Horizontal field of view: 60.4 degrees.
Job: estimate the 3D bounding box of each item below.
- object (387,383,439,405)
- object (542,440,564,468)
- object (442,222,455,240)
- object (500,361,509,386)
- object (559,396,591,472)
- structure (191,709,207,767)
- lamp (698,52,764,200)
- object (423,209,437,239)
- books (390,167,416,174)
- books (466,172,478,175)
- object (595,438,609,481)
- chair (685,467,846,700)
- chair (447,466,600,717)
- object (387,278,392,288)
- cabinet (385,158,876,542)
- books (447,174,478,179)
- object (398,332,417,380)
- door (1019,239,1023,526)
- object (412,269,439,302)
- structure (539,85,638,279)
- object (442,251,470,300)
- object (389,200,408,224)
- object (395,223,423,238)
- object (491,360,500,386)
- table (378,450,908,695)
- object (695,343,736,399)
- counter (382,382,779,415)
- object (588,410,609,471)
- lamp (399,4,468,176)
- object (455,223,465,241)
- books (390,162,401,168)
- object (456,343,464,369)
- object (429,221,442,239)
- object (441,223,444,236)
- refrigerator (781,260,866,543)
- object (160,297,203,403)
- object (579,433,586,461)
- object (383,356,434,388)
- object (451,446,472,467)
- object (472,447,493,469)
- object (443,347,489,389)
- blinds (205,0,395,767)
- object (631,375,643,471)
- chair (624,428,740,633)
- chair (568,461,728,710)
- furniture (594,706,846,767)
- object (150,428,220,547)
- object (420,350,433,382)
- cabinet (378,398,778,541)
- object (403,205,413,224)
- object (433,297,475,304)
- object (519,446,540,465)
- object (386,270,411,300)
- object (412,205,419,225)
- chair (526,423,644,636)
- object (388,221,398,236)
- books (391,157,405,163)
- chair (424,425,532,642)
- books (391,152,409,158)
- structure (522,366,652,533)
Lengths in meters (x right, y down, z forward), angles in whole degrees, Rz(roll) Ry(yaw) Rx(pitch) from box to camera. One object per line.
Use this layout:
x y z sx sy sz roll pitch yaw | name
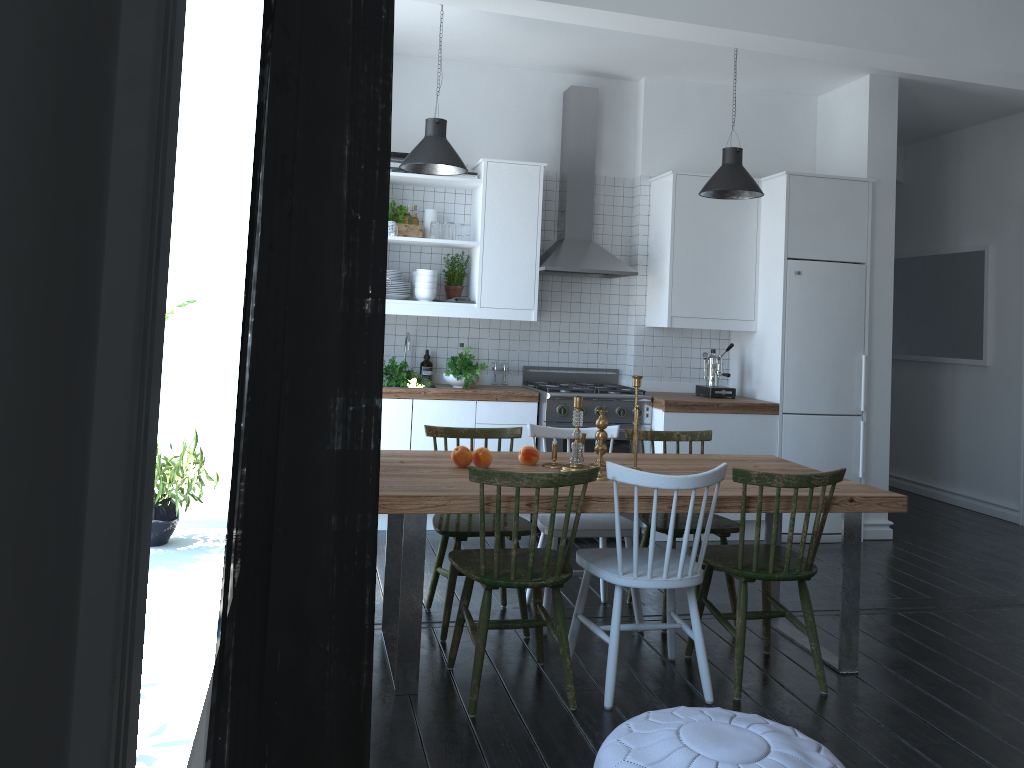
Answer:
-0.676 0.064 5.647 0.371 0.112 0.354 2 3 -13 | object
0.180 0.294 3.733 0.102 0.114 0.102 3 0 -27 | object
-0.408 -0.988 5.708 0.086 0.120 0.086 3 -1 10 | object
-0.050 -0.072 6.011 0.059 0.173 0.059 3 -2 1 | object
0.269 0.207 3.635 0.140 0.312 0.140 2 -2 29 | object
-0.580 0.791 1.415 0.073 0.629 1.066 3 2 -13 | structure
1.335 -1.604 5.306 0.385 0.944 0.384 3 -2 -4 | lamp
-0.549 -1.058 5.910 0.085 0.223 0.084 3 -2 -6 | object
-0.779 -1.384 5.801 0.351 0.044 0.260 2 4 -11 | books
-0.421 -1.397 5.888 0.340 0.016 0.275 2 4 -12 | books
0.347 0.294 3.473 0.080 0.161 0.079 2 -2 34 | object
0.959 0.707 3.391 0.467 0.831 0.485 3 -1 -14 | chair
0.016 0.679 3.156 0.467 0.831 0.485 3 -1 -14 | chair
-0.870 -0.606 5.580 0.210 0.135 0.102 3 0 -1 | object
0.428 -0.256 5.801 3.785 2.385 0.777 2 -2 -9 | cabinet
-0.419 -1.369 5.878 0.349 0.038 0.261 2 4 -14 | books
-0.671 -0.165 5.806 0.188 0.354 0.274 4 -1 -37 | object
3.965 -0.161 6.062 0.116 2.487 1.039 3 -2 -13 | door
-0.575 -0.646 5.772 0.149 0.217 0.309 3 2 -15 | object
0.489 -1.396 5.991 0.632 1.311 0.527 3 -2 -13 | structure
-0.379 -0.721 5.937 0.165 0.368 0.170 2 -2 24 | object
-0.867 -1.095 5.817 0.346 0.255 0.163 2 -1 -23 | object
-0.798 -1.006 5.828 0.392 0.103 0.153 2 2 -13 | object
-0.115 -0.075 6.018 0.059 0.173 0.059 3 -2 1 | object
0.305 0.716 3.602 2.223 0.719 1.019 2 2 -13 | table
1.391 -0.094 5.892 0.205 0.371 0.353 3 0 -13 | object
0.102 0.082 5.682 3.094 0.074 0.848 2 4 -13 | counter
0.379 0.236 3.738 0.101 0.249 0.100 2 -2 11 | object
-1.587 -0.934 4.669 2.697 2.524 0.490 2 -3 -13 | lamp
-0.345 -0.990 5.777 0.086 0.120 0.086 3 -1 -44 | object
-0.786 -1.421 5.791 0.328 0.031 0.260 2 4 -15 | books
-0.344 -0.134 5.920 0.066 0.284 0.066 3 -3 -18 | object
-0.495 -0.992 5.704 0.086 0.120 0.086 3 -1 10 | object
-0.430 -0.995 5.796 0.086 0.120 0.086 3 -1 -44 | object
1.947 0.088 5.973 0.575 1.811 0.679 3 -2 -13 | refrigerator
-0.881 0.088 1.853 0.328 0.568 0.391 2 -1 41 | object
0.297 0.283 3.787 0.049 0.140 0.049 3 -2 -13 | object
-0.685 -0.022 5.582 0.468 0.309 0.284 1 1 -40 | object
-0.205 0.297 3.607 0.087 0.090 0.083 2 0 -23 | object
-0.122 0.303 3.608 0.083 0.088 0.091 3 1 13 | object
-0.315 -0.109 5.692 0.271 0.270 0.338 2 1 -23 | object
-0.135 -0.248 0.632 0.112 2.989 0.802 3 -3 -15 | blinds
0.500 0.175 3.521 0.114 0.413 0.112 1 -3 39 | object
0.794 0.650 4.116 0.467 0.831 0.485 3 -1 -14 | chair
0.499 0.687 3.249 0.465 0.846 0.509 3 -1 -13 | chair
0.480 1.014 2.006 0.608 0.421 0.616 2 2 -19 | furniture
-0.811 0.214 2.020 0.285 0.296 0.284 3 0 -9 | object
-0.574 -0.115 5.909 0.085 0.232 0.085 1 -3 42 | object
0.076 0.513 5.718 3.180 0.819 0.728 2 0 -5 | cabinet
-0.690 -1.074 5.842 0.060 0.226 0.060 4 -3 -30 | object
-0.367 -0.549 5.796 0.245 0.042 0.277 1 4 -20 | object
0.073 0.305 3.750 0.089 0.084 0.084 3 1 0 | object
-0.815 -0.646 5.772 0.300 0.195 0.306 2 2 -12 | object
-0.651 -1.080 5.896 0.056 0.235 0.056 3 -3 -10 | object
0.312 0.626 4.025 0.465 0.846 0.509 3 -1 -13 | chair
-0.775 -0.992 5.657 0.108 0.100 0.083 2 0 -24 | object
-0.777 -1.452 5.807 0.350 0.031 0.288 2 4 -13 | books
-0.149 0.622 3.882 0.467 0.831 0.485 3 -1 -14 | chair
-0.786 -1.487 5.801 0.325 0.038 0.259 2 4 -11 | books
0.471 0.422 5.817 0.699 1.024 0.721 3 -1 -13 | structure
